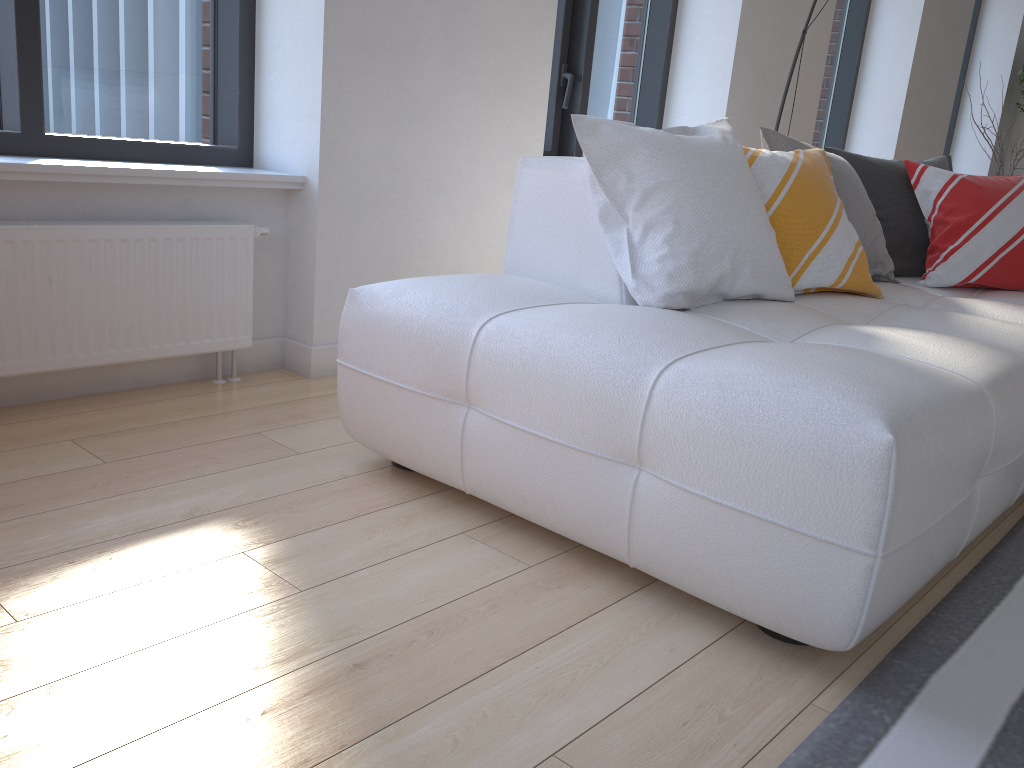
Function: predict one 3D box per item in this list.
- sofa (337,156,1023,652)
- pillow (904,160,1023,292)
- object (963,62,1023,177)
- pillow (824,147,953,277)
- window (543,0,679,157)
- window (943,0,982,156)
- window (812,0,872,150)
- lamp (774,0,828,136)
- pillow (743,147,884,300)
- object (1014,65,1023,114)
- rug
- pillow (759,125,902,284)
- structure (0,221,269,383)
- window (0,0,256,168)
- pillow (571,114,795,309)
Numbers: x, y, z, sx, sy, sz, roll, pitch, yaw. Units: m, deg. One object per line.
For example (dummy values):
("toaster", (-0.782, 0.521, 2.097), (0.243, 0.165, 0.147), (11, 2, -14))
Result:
("sofa", (1.728, 0.052, 1.871), (3.424, 0.732, 2.614), (18, 19, 39))
("pillow", (2.229, -0.314, 2.466), (2.250, 0.449, 0.575), (17, 19, 36))
("object", (1.975, -0.896, 3.525), (0.607, 0.744, 0.406), (3, 15, -9))
("pillow", (1.984, -0.416, 2.659), (2.120, 0.436, 0.608), (16, 18, 35))
("window", (0.332, -2.076, 3.745), (0.170, 2.402, 1.310), (18, 19, 39))
("window", (3.396, -2.695, 7.118), (0.170, 2.402, 1.310), (18, 19, 39))
("window", (1.865, -2.386, 5.432), (0.170, 2.402, 1.310), (18, 19, 39))
("lamp", (1.395, -1.242, 2.863), (0.710, 2.647, 3.199), (2, 15, -13))
("pillow", (1.477, -0.377, 2.396), (2.095, 0.440, 0.630), (5, 15, -2))
("object", (4.436, -1.824, 7.274), (0.813, 2.019, 0.801), (-10, 21, -44))
("rug", (1.717, 0.664, 0.983), (2.326, 0.016, 1.662), (18, 19, 39))
("pillow", (2.082, -0.275, 2.154), (2.953, 0.453, 0.647), (13, 17, 27))
("structure", (-1.079, -0.182, 2.279), (0.110, 0.460, 1.015), (18, 19, 39))
("window", (-1.201, -1.767, 2.058), (0.170, 2.402, 1.310), (18, 19, 39))
("pillow", (1.165, -0.408, 2.332), (2.156, 0.456, 0.580), (-1, 16, -23))
